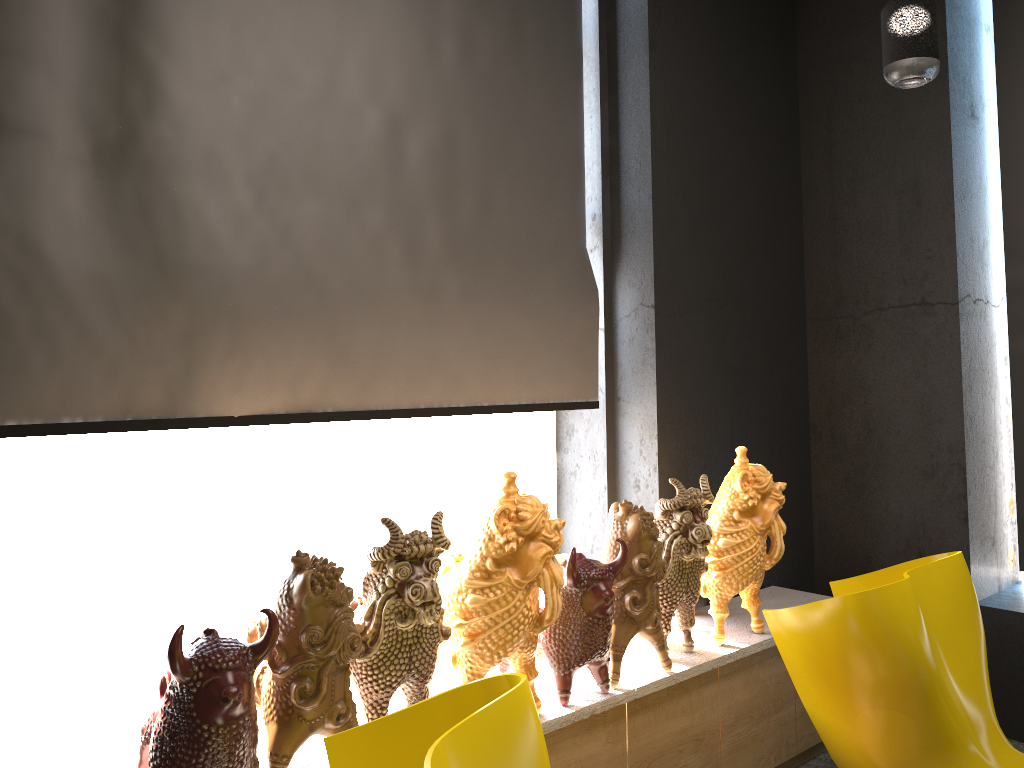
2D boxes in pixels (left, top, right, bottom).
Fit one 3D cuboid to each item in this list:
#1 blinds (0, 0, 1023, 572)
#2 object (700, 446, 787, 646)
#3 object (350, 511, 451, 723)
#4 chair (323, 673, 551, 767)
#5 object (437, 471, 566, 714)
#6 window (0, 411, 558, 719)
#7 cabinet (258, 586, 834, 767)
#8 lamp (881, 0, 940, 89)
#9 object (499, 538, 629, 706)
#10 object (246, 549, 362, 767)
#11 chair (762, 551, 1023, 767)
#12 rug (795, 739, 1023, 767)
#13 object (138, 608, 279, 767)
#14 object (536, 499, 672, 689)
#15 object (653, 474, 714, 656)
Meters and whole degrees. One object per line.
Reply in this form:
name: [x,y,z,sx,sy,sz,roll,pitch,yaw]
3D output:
blinds: [-2.141,-0.774,0.700,12.711,3.323,3.513,-1,-1,-21]
object: [0.714,0.543,3.103,0.307,0.657,0.468,1,-3,-37]
object: [-0.330,0.600,2.182,0.429,0.582,0.271,-3,-3,41]
chair: [0.079,0.975,1.287,1.068,0.900,0.656,-1,-2,18]
object: [-0.084,0.559,2.389,0.307,0.657,0.468,1,-3,-37]
window: [-0.695,-0.718,3.003,2.306,3.180,0.051,1,-4,-42]
cabinet: [0.228,1.142,2.677,2.728,0.532,0.403,-1,-1,-42]
lamp: [1.894,-1.699,1.109,2.843,2.282,2.669,-1,-1,2]
object: [0.134,0.658,2.569,0.219,0.442,0.461,1,-2,-37]
object: [-0.513,0.630,2.057,0.249,0.547,0.474,1,-3,-34]
chair: [1.275,0.951,2.346,1.067,0.900,0.657,-2,-2,43]
rug: [1.137,1.400,1.902,3.594,0.010,2.186,-1,1,-42]
object: [-0.664,0.674,1.855,0.219,0.442,0.461,1,-2,-37]
object: [0.285,0.614,2.771,0.249,0.547,0.474,1,-3,-34]
object: [0.468,0.584,2.897,0.429,0.582,0.271,-3,-3,41]
